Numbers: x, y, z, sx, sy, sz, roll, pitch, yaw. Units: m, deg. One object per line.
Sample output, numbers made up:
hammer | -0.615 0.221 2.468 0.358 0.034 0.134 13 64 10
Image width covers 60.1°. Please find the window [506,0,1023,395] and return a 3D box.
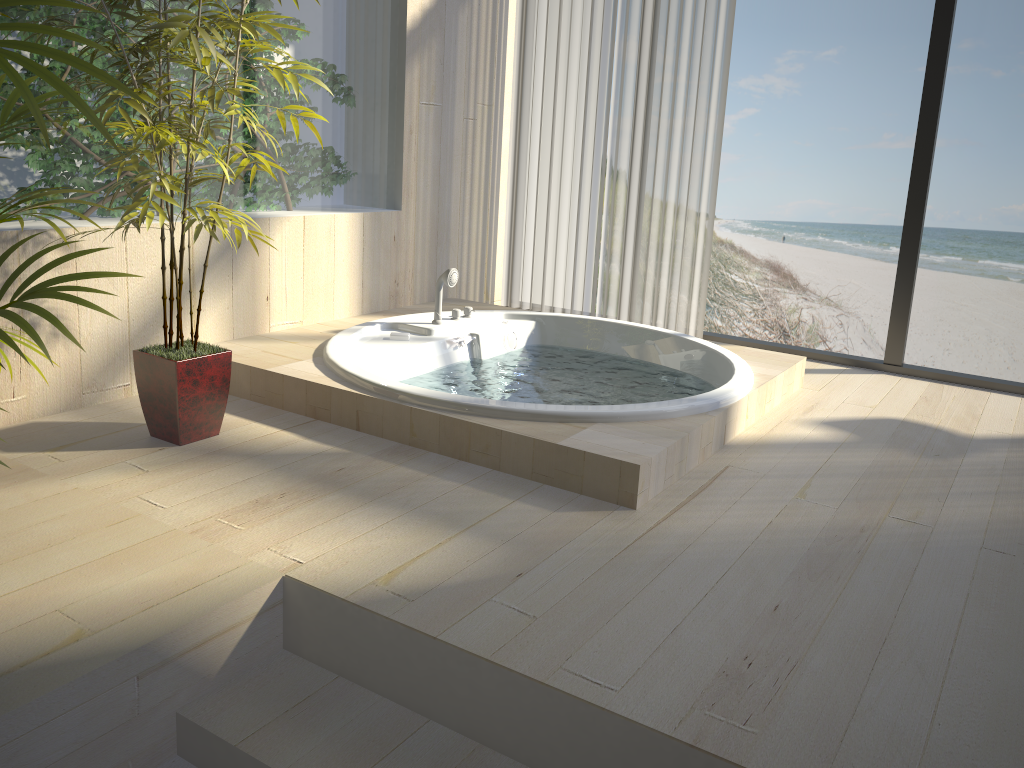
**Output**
window | 1.798 -1.314 3.362 4.584 2.779 0.750 12 15 31

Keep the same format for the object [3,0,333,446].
object | -0.996 -0.698 2.563 0.937 1.735 0.795 -5 15 -32

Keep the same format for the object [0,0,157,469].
object | -0.954 -0.156 1.317 1.068 1.329 0.882 8 14 20

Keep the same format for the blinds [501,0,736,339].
blinds | 0.507 -1.326 4.440 1.188 2.045 0.084 11 14 31

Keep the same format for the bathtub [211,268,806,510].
bathtub | 0.005 -0.052 3.461 1.830 0.690 1.660 12 17 31
